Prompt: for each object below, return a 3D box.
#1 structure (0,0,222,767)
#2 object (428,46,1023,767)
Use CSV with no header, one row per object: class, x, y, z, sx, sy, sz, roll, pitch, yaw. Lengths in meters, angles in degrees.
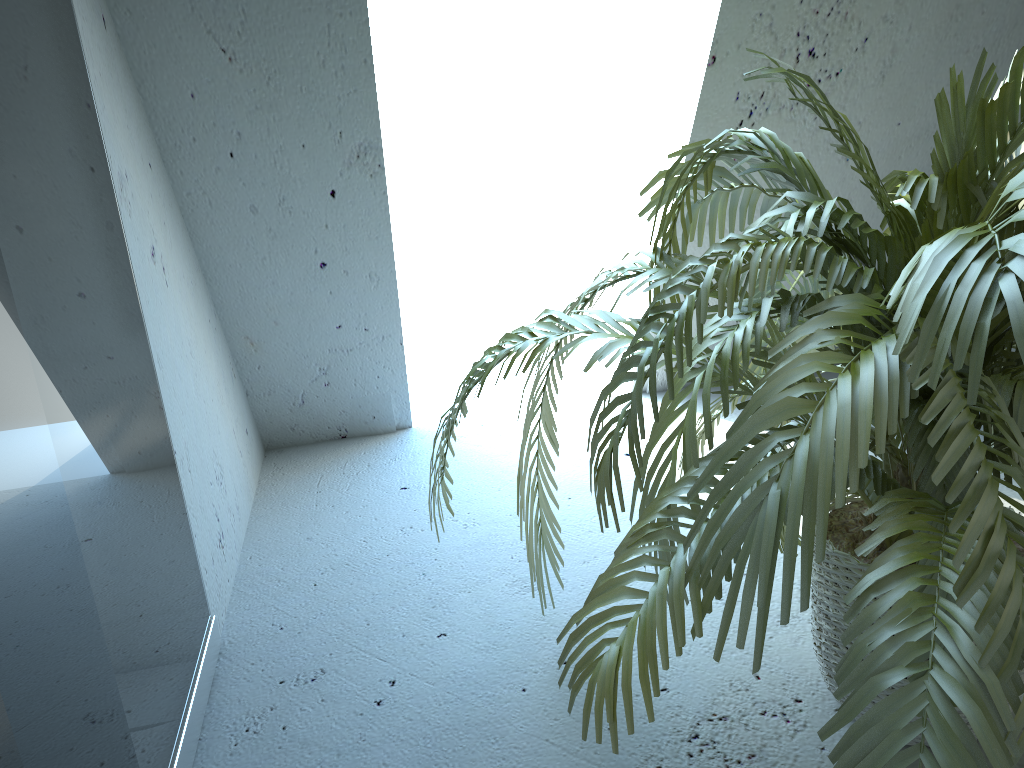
structure,-1.030,-0.210,0.307,1.184,2.114,1.835,-8,17,-8
object,0.510,0.029,1.085,1.112,0.893,1.132,-16,20,-30
